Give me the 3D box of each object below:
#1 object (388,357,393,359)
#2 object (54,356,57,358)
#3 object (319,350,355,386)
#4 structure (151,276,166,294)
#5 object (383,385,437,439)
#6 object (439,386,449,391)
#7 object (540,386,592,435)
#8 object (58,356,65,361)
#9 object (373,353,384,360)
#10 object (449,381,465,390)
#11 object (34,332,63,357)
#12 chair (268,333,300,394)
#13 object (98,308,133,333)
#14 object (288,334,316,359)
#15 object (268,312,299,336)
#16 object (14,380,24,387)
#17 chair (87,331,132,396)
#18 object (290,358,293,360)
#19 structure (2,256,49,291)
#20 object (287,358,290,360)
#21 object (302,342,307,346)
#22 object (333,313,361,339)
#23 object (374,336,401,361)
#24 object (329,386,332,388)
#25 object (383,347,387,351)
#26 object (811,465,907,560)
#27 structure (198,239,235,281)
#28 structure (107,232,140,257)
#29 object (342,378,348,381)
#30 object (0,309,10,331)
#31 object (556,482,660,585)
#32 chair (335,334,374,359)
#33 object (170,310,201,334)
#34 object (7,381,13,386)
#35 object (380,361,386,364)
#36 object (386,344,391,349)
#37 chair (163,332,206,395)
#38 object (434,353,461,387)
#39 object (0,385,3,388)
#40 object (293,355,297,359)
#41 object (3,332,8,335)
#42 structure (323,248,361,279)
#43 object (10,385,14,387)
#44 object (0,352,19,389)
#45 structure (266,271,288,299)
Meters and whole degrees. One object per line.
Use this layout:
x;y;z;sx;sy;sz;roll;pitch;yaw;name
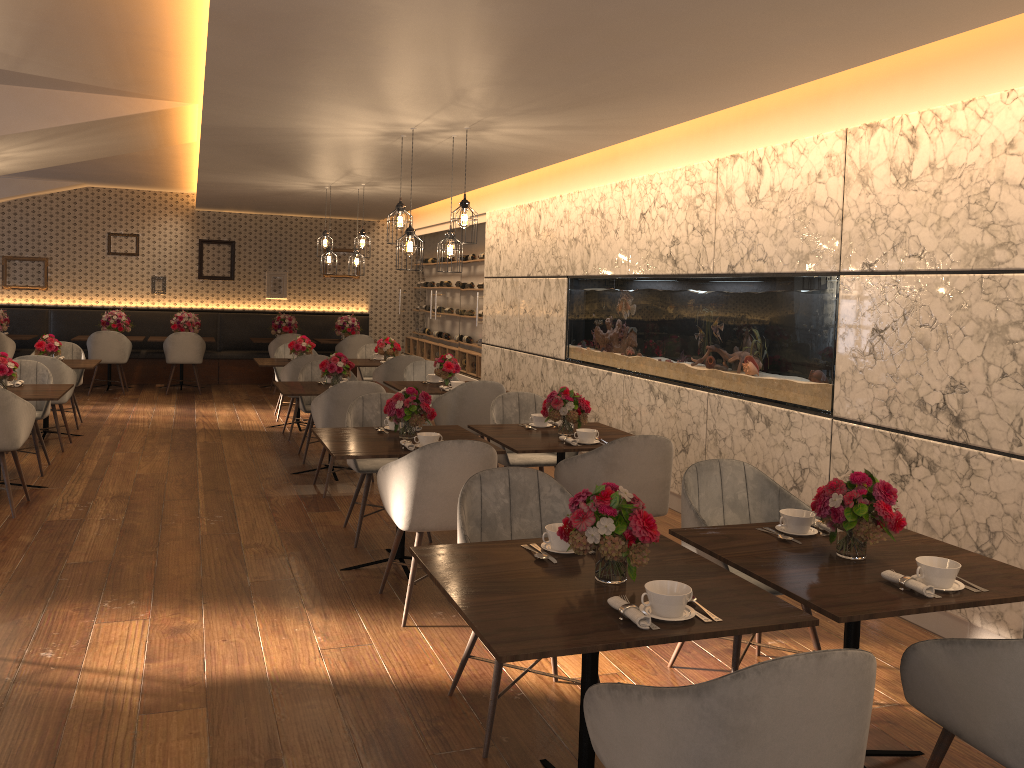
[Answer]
-1.301;-0.253;9.737;0.148;0.072;0.149;-3;7;-42;object
-4.634;-0.273;8.848;0.148;0.072;0.148;6;7;37;object
-1.459;-0.130;7.393;0.305;0.300;0.235;-2;5;-42;object
-5.418;-1.516;13.583;0.216;0.277;0.018;1;3;-20;structure
-0.581;0.150;4.974;0.305;0.300;0.235;3;4;13;object
-0.563;0.034;7.372;0.056;0.039;0.176;0;6;-20;object
0.321;0.148;5.273;0.305;0.300;0.235;2;4;2;object
-4.527;-0.256;8.888;0.056;0.039;0.176;0;6;-20;object
-1.543;-0.319;10.296;0.148;0.072;0.149;-3;7;-42;object
-0.456;0.017;7.410;0.148;0.072;0.149;-3;7;-42;object
-4.465;-0.349;8.537;0.234;0.300;0.306;2;4;-1;object
-3.209;-0.308;12.750;0.565;0.870;0.528;1;4;-20;chair
-5.623;-0.866;12.563;0.406;0.424;0.421;4;5;23;object
-2.304;-0.400;9.720;0.305;0.300;0.235;-2;5;-42;object
-3.408;-0.868;13.277;0.406;0.424;0.421;4;5;22;object
-3.736;-0.004;6.710;0.056;0.039;0.176;0;6;-20;object
-5.441;-0.298;11.937;0.565;0.870;0.528;1;4;-20;chair
-2.471;-0.278;9.932;0.022;0.004;0.211;0;6;-20;object
-7.119;-1.619;12.948;0.601;0.484;0.032;0;3;-20;structure
-2.507;-0.284;9.926;0.043;0.015;0.198;-1;6;-24;object
-2.279;-0.431;9.646;0.077;0.052;0.045;5;5;32;object
-2.529;-0.873;13.609;0.406;0.424;0.421;4;5;23;object
-1.402;-0.400;10.015;0.305;0.300;0.235;2;4;2;object
-1.427;0.038;7.057;0.056;0.039;0.176;0;6;-20;object
-1.427;-0.394;9.939;0.049;0.052;0.078;1;5;-10;object
1.130;0.420;2.921;0.234;0.300;0.306;-2;6;-45;object
-4.619;-1.937;13.850;0.544;0.630;0.035;0;3;-20;structure
-5.874;-2.108;13.385;0.449;0.344;0.016;0;3;-20;structure
-1.454;-0.029;7.695;0.056;0.039;0.176;0;6;-20;object
-7.023;-0.851;11.958;0.420;0.424;0.407;-1;5;-32;object
0.292;0.425;2.608;0.305;0.300;0.234;4;4;27;object
-2.308;-0.311;13.079;0.565;0.870;0.528;1;4;-20;chair
-4.714;-0.861;12.788;0.419;0.424;0.407;1;4;-18;object
-3.842;-0.020;6.670;0.148;0.072;0.148;6;7;37;object
-1.409;-0.235;9.699;0.056;0.039;0.176;0;6;-20;object
-1.399;-0.423;9.934;0.048;0.052;0.076;-2;6;-40;object
-4.540;-0.302;12.266;0.565;0.870;0.528;1;4;-20;chair
-0.554;-0.131;7.691;0.234;0.300;0.306;1;4;-18;object
-3.601;0.046;6.111;0.148;0.072;0.148;6;7;37;object
-2.406;-0.315;9.981;0.148;0.072;0.149;-3;7;-42;object
-7.070;-0.701;12.357;0.056;0.039;0.176;0;6;-20;object
-2.788;-1.977;14.507;0.601;0.484;0.032;0;3;-20;structure
-3.765;0.005;6.689;0.025;0.024;0.193;0;6;-20;object
-3.673;-0.097;6.358;0.234;0.300;0.306;2;4;-1;object
-3.765;-1.579;14.174;0.340;0.439;0.035;1;3;-20;structure
